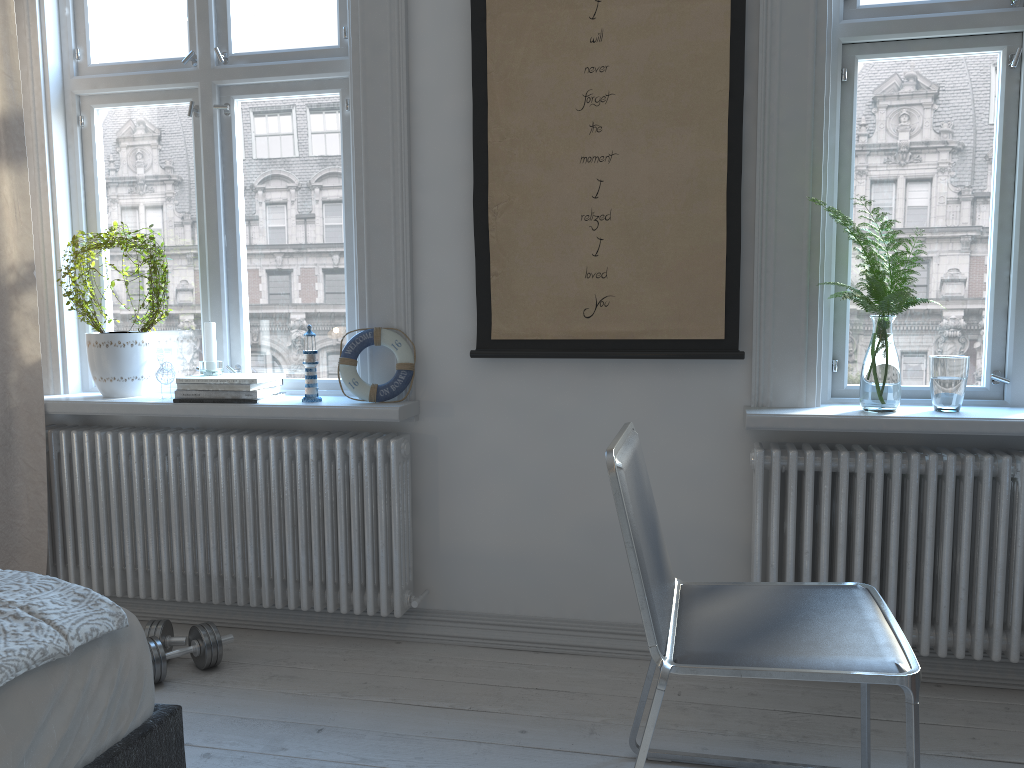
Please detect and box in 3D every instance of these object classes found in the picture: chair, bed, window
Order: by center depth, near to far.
[{"bbox_3d":[-1.814,0.446,1.051,2.176,1.048,1.885,1,6,13],"label":"bed"},{"bbox_3d":[0.459,0.495,1.688,0.524,0.799,0.561,1,6,13],"label":"chair"},{"bbox_3d":[-3.806,-1.147,5.178,7.978,7.023,11.944,1,6,13],"label":"window"},{"bbox_3d":[-5.882,-3.861,17.011,25.641,15.050,26.496,1,6,13],"label":"window"}]

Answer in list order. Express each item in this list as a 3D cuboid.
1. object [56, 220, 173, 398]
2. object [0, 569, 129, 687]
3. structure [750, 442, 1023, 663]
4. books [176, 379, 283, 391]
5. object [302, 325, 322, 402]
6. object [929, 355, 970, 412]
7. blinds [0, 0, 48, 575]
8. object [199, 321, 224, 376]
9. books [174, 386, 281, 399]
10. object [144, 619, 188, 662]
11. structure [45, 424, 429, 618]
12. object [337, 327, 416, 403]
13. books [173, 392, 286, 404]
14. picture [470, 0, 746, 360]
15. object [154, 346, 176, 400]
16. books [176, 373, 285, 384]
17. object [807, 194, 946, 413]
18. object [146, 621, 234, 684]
[{"bbox_3d":[-1.290,-0.247,2.912,0.385,0.575,0.216,-1,6,-7],"label":"object"},{"bbox_3d":[-0.993,0.419,0.855,0.405,0.104,1.457,1,5,13],"label":"object"},{"bbox_3d":[1.367,0.446,2.354,1.505,0.548,0.195,1,6,13],"label":"structure"},{"bbox_3d":[-0.888,0.000,2.800,0.253,0.022,0.207,1,5,14],"label":"books"},{"bbox_3d":[-0.615,-0.063,2.707,0.060,0.235,0.059,-5,8,-35],"label":"object"},{"bbox_3d":[1.156,-0.001,2.350,0.097,0.146,0.097,2,6,18],"label":"object"},{"bbox_3d":[-1.895,-0.515,2.734,0.831,2.652,0.224,1,6,13],"label":"blinds"},{"bbox_3d":[-0.954,-0.113,2.807,0.074,0.174,0.074,-4,7,-32],"label":"object"},{"bbox_3d":[-0.895,0.023,2.811,0.262,0.025,0.207,0,5,6],"label":"books"},{"bbox_3d":[-1.124,0.762,2.611,0.328,0.129,0.129,-1,6,-3],"label":"object"},{"bbox_3d":[-1.004,0.416,2.883,1.505,0.548,0.195,1,6,13],"label":"structure"},{"bbox_3d":[-0.408,-0.057,2.677,0.236,0.228,0.079,-1,6,-2],"label":"object"},{"bbox_3d":[-0.885,0.043,2.798,0.272,0.013,0.219,0,5,9],"label":"books"},{"bbox_3d":[0.259,-0.727,2.491,0.793,1.316,0.057,1,6,13],"label":"picture"},{"bbox_3d":[-1.122,-0.038,2.860,0.059,0.165,0.196,-4,7,-27],"label":"object"},{"bbox_3d":[-0.884,-0.019,2.797,0.269,0.015,0.203,0,5,10],"label":"books"},{"bbox_3d":[0.973,-0.210,2.362,0.414,0.566,0.304,-6,8,-43],"label":"object"},{"bbox_3d":[-0.953,0.768,2.531,0.328,0.129,0.129,-5,8,-42],"label":"object"}]
